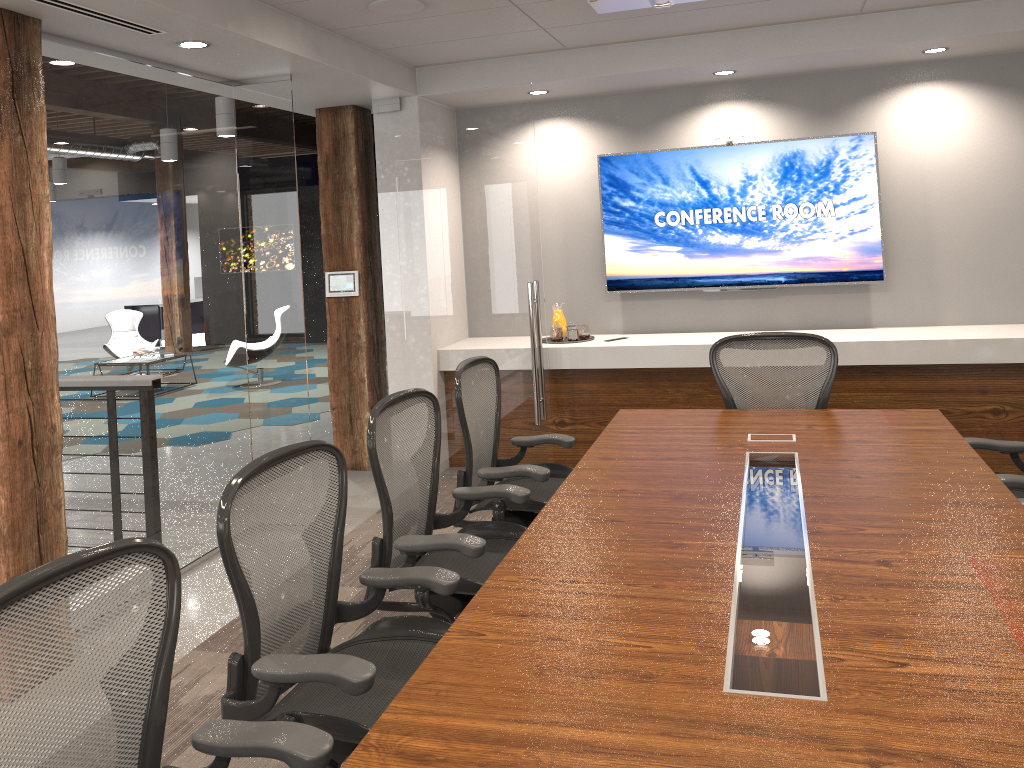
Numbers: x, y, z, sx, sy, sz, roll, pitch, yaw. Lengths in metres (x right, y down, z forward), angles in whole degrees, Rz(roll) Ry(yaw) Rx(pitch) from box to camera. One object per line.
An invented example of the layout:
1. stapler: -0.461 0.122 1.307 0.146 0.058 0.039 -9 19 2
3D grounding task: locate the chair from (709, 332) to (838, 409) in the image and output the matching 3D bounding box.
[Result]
1. chair: 1.243 0.337 3.956 0.770 1.087 0.798 -3 3 0

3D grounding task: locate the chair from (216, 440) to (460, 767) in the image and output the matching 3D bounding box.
1. chair: -0.338 0.727 2.245 0.760 1.087 0.809 -3 3 9

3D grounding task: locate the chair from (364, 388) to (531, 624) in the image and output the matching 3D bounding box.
1. chair: -0.153 0.575 3.059 0.792 1.087 0.775 -3 3 0

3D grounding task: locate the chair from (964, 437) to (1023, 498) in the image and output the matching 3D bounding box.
1. chair: 1.829 0.420 3.278 0.759 1.087 0.810 -3 3 18

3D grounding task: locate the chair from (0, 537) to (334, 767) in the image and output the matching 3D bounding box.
1. chair: -0.575 0.870 1.499 0.792 1.087 0.776 -3 3 2

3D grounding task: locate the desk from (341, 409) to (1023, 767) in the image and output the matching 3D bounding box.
1. desk: 0.361 1.045 1.106 1.400 0.747 6.134 -1 10 17

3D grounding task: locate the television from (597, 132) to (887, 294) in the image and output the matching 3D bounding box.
1. television: 1.573 -1.210 6.140 1.904 1.106 0.065 -1 0 16

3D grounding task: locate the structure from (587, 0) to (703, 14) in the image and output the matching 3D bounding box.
1. structure: 0.468 -1.489 2.863 0.459 0.454 0.321 -2 3 17

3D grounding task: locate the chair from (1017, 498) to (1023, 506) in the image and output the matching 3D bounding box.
1. chair: 1.608 0.566 2.511 0.759 1.087 0.809 -2 3 27

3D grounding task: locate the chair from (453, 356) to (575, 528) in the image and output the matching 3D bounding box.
1. chair: 0.109 0.434 3.785 0.759 1.087 0.809 -2 3 23
